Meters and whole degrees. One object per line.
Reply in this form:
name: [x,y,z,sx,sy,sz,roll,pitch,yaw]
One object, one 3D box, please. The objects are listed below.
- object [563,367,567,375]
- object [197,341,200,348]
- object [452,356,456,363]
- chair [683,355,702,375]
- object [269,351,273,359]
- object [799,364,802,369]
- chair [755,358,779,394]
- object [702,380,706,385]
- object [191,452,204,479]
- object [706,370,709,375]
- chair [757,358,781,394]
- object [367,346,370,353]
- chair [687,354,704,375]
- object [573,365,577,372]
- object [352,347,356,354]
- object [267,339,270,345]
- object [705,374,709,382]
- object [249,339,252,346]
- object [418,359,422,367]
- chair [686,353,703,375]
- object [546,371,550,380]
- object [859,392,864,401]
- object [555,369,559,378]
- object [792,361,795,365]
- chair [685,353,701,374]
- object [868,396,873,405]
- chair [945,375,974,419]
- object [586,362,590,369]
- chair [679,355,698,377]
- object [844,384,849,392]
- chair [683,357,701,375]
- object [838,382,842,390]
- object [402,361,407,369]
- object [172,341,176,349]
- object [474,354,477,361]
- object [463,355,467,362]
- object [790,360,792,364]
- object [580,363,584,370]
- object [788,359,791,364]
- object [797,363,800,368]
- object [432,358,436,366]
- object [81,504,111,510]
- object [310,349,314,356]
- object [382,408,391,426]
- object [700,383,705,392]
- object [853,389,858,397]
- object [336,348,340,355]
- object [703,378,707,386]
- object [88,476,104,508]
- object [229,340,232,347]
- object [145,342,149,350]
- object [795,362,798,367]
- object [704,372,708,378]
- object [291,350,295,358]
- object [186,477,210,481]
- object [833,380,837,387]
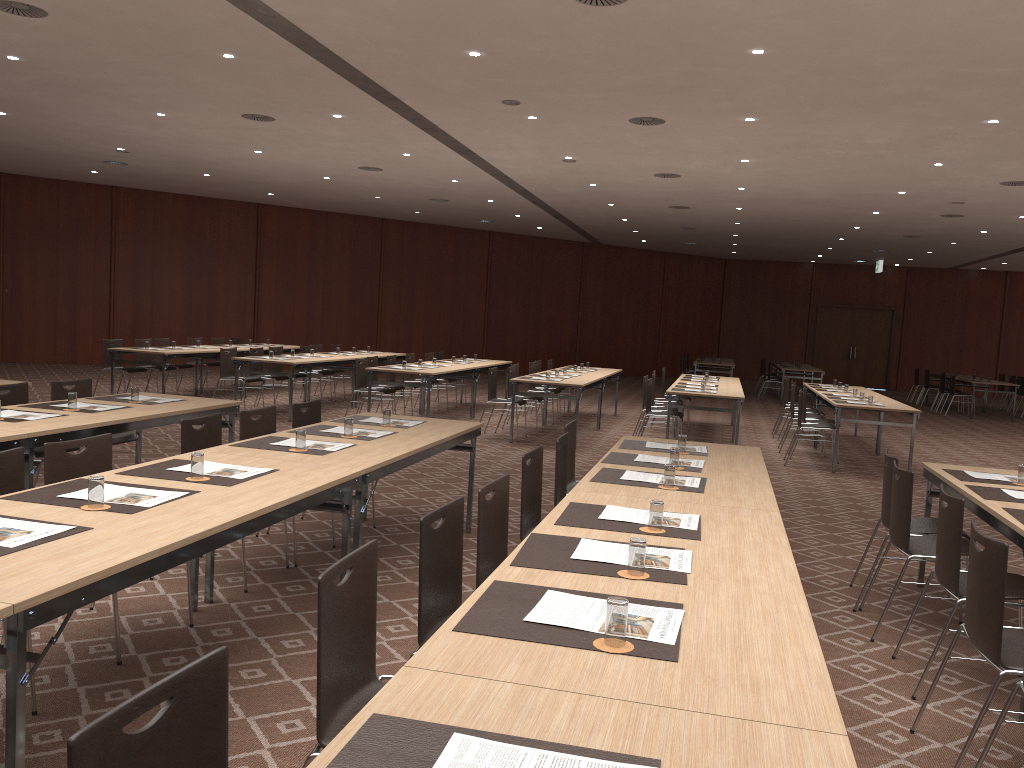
object: [0.772,-0.184,12.926,0.054,0.114,0.054,4,5,2]
object: [-5.053,-0.642,14.289,0.054,0.114,0.054,4,5,2]
object: [-0.941,-0.393,14.319,0.054,0.114,0.054,2,5,-20]
chair: [4.546,-0.262,22.655,0.613,0.940,0.535,5,5,14]
object: [-3.410,-0.412,12.564,0.054,0.114,0.054,4,5,2]
object: [6.720,-0.405,20.671,0.054,0.114,0.054,-1,7,-43]
chair: [6.887,-0.211,23.870,0.613,0.940,0.535,5,5,14]
object: [2.555,0.007,11.834,0.054,0.114,0.054,4,5,2]
object: [-1.396,0.362,3.934,0.054,0.114,0.054,-1,7,-43]
object: [3.237,-0.166,14.675,0.054,0.114,0.054,2,5,-20]
chair: [7.079,-0.236,24.363,0.613,0.940,0.535,5,5,16]
object: [-2.592,-0.623,16.030,0.054,0.114,0.054,2,5,-20]
chair: [4.848,-0.315,23.610,0.613,0.940,0.535,4,5,12]
object: [0.990,-0.241,13.862,0.054,0.114,0.054,2,5,-20]
object: [-2.746,-0.585,15.401,0.054,0.114,0.054,2,5,-20]
object: [-4.536,-0.777,16.492,0.054,0.114,0.054,2,5,-20]
object: [2.944,-0.088,13.409,0.054,0.114,0.054,2,5,-20]
object: [-4.681,-0.738,15.866,0.054,0.114,0.054,2,5,-20]
object: [-1.318,-0.298,12.743,0.054,0.114,0.054,4,5,2]
chair: [5.079,-0.397,24.878,0.613,0.940,0.535,4,5,11]
object: [0.473,-0.107,11.664,0.054,0.114,0.054,4,5,2]
object: [4.492,0.159,11.386,0.054,0.114,0.054,2,5,-20]
object: [0.624,-0.145,12.285,0.054,0.114,0.054,4,5,2]
object: [7.261,-0.539,22.874,0.054,0.114,0.054,2,5,-20]
chair: [4.898,-0.365,24.312,0.613,0.940,0.535,4,5,10]
object: [4.345,0.198,10.747,0.054,0.114,0.054,2,5,-20]
chair: [10.133,0.270,20.118,0.613,0.940,0.535,5,5,15]
object: [1.293,-0.318,15.120,0.054,0.114,0.054,2,5,-20]
chair: [4.364,-0.230,22.086,0.613,0.940,0.535,4,5,10]
object: [4.884,0.065,12.957,0.054,0.114,0.054,-1,7,-43]
chair: [4.310,-0.179,21.365,0.613,0.940,0.535,5,5,15]
object: [5.024,0.026,13.585,0.054,0.114,0.054,-1,7,-43]
object: [-1.470,-0.259,12.112,0.054,0.114,0.054,4,5,2]
object: [-5.213,-0.605,13.665,0.054,0.114,0.054,4,5,2]
object: [-0.639,-0.469,15.570,0.054,0.114,0.054,2,5,-20]
object: [-0.796,-0.431,14.940,0.054,0.114,0.054,2,5,-20]
object: [7.399,-0.578,23.508,0.054,0.114,0.054,2,5,-20]
object: [1.141,-0.280,14.494,0.054,0.114,0.054,2,5,-20]
object: [7.546,-0.616,24.131,0.054,0.114,0.054,2,5,-20]
object: [6.877,-0.443,21.300,0.054,0.114,0.054,-1,7,-43]
object: [-1.170,-0.336,13.375,0.054,0.114,0.054,4,5,2]
object: [-1.549,0.458,3.299,0.102,0.001,0.102,4,4,2]
object: [-3.116,-0.489,13.831,0.054,0.114,0.054,4,5,2]
object: [-0.867,0.228,6.140,0.054,0.114,0.054,2,5,-20]
object: [2.413,0.046,11.207,0.054,0.114,0.054,4,5,2]
object: [4.652,0.121,12.023,0.054,0.114,0.054,2,5,-20]
object: [-2.894,-0.546,14.766,0.054,0.114,0.054,2,5,-20]
object: [2.710,-0.031,12.465,0.054,0.114,0.054,4,5,2]
object: [-1.547,0.401,3.300,0.054,0.114,0.054,-1,7,-43]
object: [-4.834,-0.700,15.231,0.054,0.114,0.054,2,5,-20]
object: [-5.358,-0.565,13.023,0.054,0.114,0.054,4,5,2]
object: [7.027,-0.481,21.927,0.054,0.114,0.054,-1,7,-43]
object: [3.075,-0.127,14.036,0.054,0.114,0.054,2,5,-20]
object: [-3.268,-0.452,13.212,0.054,0.114,0.054,4,5,2]
object: [-1.393,0.420,3.932,0.102,0.001,0.102,4,4,2]
object: [5.178,-0.012,14.213,0.054,0.114,0.054,-1,7,-43]
